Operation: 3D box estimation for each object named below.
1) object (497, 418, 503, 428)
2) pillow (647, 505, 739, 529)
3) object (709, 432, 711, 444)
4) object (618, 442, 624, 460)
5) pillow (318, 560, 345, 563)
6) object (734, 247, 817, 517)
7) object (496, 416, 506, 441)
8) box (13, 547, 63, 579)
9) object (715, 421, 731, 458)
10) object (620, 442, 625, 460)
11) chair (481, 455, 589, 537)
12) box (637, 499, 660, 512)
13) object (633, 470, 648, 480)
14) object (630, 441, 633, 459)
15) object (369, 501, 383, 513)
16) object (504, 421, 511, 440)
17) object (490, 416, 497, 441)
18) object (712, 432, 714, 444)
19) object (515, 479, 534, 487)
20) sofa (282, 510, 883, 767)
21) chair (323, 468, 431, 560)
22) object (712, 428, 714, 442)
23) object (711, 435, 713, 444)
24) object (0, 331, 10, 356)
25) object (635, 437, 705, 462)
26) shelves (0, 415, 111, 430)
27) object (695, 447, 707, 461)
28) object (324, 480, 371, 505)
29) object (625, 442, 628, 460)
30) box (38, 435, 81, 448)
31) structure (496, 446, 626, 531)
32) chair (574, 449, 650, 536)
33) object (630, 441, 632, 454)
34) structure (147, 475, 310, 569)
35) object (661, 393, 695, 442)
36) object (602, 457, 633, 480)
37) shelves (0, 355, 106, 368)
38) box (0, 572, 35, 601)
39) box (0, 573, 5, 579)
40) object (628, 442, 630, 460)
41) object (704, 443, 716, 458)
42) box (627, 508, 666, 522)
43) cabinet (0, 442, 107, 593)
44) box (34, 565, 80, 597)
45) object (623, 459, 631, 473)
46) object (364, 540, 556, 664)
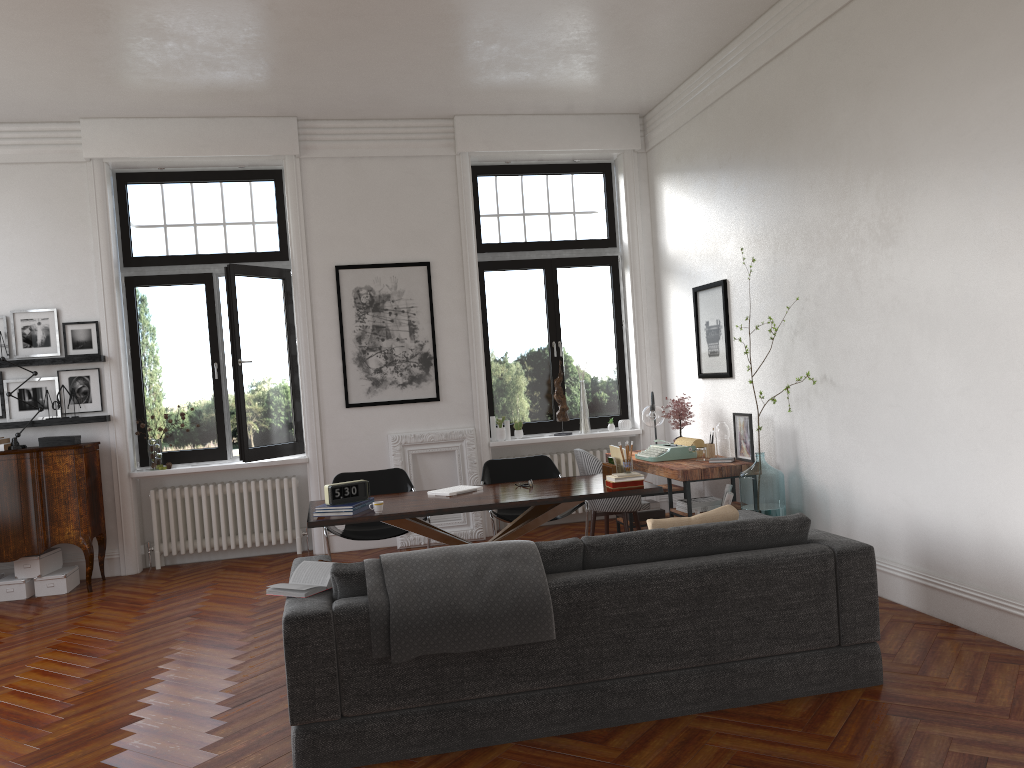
[{"bbox_3d":[-0.113,0.446,8.704,0.051,0.213,0.051,-3,2,23],"label":"object"},{"bbox_3d":[0.881,0.834,4.349,0.486,0.460,0.225,-4,2,-12],"label":"pillow"},{"bbox_3d":[1.630,0.497,7.298,0.008,0.207,0.054,-2,2,43],"label":"object"},{"bbox_3d":[0.734,0.481,5.878,0.049,0.193,0.008,-4,2,-8],"label":"object"},{"bbox_3d":[-0.649,0.971,4.127,0.470,0.397,0.330,-3,1,25],"label":"pillow"},{"bbox_3d":[1.857,0.018,6.234,0.353,2.059,0.807,-5,2,-31],"label":"object"},{"bbox_3d":[-0.111,0.432,8.617,0.102,0.244,0.098,-5,2,-34],"label":"object"},{"bbox_3d":[-3.948,1.492,7.398,0.209,0.177,0.394,-4,1,-2],"label":"box"},{"bbox_3d":[1.677,0.450,7.055,0.112,0.302,0.111,-3,2,25],"label":"object"},{"bbox_3d":[0.742,0.480,5.904,0.008,0.193,0.049,-6,2,-42],"label":"object"},{"bbox_3d":[0.140,1.023,6.828,0.752,0.873,0.745,-4,1,-12],"label":"chair"},{"bbox_3d":[1.197,1.116,8.132,0.256,0.066,0.238,-4,1,-11],"label":"box"},{"bbox_3d":[1.161,0.845,8.114,0.173,0.110,0.173,-4,1,25],"label":"object"},{"bbox_3d":[0.788,0.477,5.878,0.044,0.194,0.008,-3,2,18],"label":"object"},{"bbox_3d":[-0.823,0.752,5.408,0.082,0.065,0.064,-4,1,9],"label":"object"},{"bbox_3d":[-0.043,0.454,8.695,0.051,0.188,0.051,-3,2,23],"label":"object"},{"bbox_3d":[-0.183,0.439,8.710,0.051,0.238,0.051,-3,2,23],"label":"object"},{"bbox_3d":[1.643,0.496,7.272,0.008,0.207,0.054,-5,2,-29],"label":"object"},{"bbox_3d":[0.106,0.691,6.186,0.133,0.047,0.114,-3,1,41],"label":"object"},{"bbox_3d":[0.266,1.102,4.390,2.644,0.829,1.262,-4,1,-12],"label":"sofa"},{"bbox_3d":[-1.008,1.106,6.588,0.752,0.873,0.745,-4,1,-12],"label":"chair"},{"bbox_3d":[1.650,0.479,7.283,0.028,0.239,0.023,-4,2,-15],"label":"object"},{"bbox_3d":[1.642,0.497,7.296,0.054,0.207,0.008,-5,2,-25],"label":"object"},{"bbox_3d":[-4.389,-0.320,7.571,0.174,0.260,0.040,-4,2,-12],"label":"object"},{"bbox_3d":[1.308,0.544,7.497,0.484,0.149,0.535,-4,1,-13],"label":"object"},{"bbox_3d":[-4.265,0.353,7.597,1.514,0.055,0.156,-4,1,-12],"label":"shelves"},{"bbox_3d":[1.517,0.561,7.111,0.093,0.101,0.093,-4,1,-20],"label":"object"},{"bbox_3d":[-1.024,0.677,5.528,0.275,0.126,0.082,-5,1,-38],"label":"object"},{"bbox_3d":[0.759,0.480,5.855,0.008,0.193,0.049,-4,2,12],"label":"object"},{"bbox_3d":[-3.833,0.484,7.522,0.282,0.086,0.208,-4,1,-12],"label":"box"},{"bbox_3d":[0.544,1.076,8.945,1.453,0.779,0.225,-4,2,-12],"label":"structure"},{"bbox_3d":[0.820,0.964,7.346,0.547,0.900,0.716,-4,1,-19],"label":"chair"},{"bbox_3d":[0.788,0.476,5.889,0.038,0.195,0.008,-4,2,14],"label":"object"},{"bbox_3d":[-2.650,1.305,8.277,1.453,0.779,0.225,-4,2,-12],"label":"structure"},{"bbox_3d":[1.484,0.341,7.874,0.290,0.529,0.308,-3,2,33],"label":"object"},{"bbox_3d":[0.729,0.586,6.147,0.149,0.166,0.228,-4,1,-12],"label":"object"},{"bbox_3d":[-4.301,-0.170,7.580,1.514,0.055,0.158,-4,1,-12],"label":"shelves"},{"bbox_3d":[-4.071,1.676,7.345,0.244,0.177,0.394,-4,1,-7],"label":"box"},{"bbox_3d":[-4.349,1.696,7.318,0.209,0.177,0.394,-4,1,-17],"label":"box"},{"bbox_3d":[0.773,0.477,5.859,0.008,0.195,0.036,-4,2,0],"label":"object"},{"bbox_3d":[1.626,0.547,7.281,0.058,0.113,0.075,-4,1,-12],"label":"object"},{"bbox_3d":[1.203,1.192,8.131,0.317,0.082,0.296,-4,1,-12],"label":"box"},{"bbox_3d":[-4.102,1.153,7.343,1.265,1.218,0.640,-4,2,-12],"label":"cabinet"},{"bbox_3d":[-3.808,1.657,7.431,0.244,0.177,0.394,-4,1,-12],"label":"box"},{"bbox_3d":[0.766,0.545,5.885,0.058,0.091,0.058,-5,2,-25],"label":"object"},{"bbox_3d":[-0.236,0.903,3.785,0.752,0.388,0.400,-4,1,-12],"label":"object"}]
